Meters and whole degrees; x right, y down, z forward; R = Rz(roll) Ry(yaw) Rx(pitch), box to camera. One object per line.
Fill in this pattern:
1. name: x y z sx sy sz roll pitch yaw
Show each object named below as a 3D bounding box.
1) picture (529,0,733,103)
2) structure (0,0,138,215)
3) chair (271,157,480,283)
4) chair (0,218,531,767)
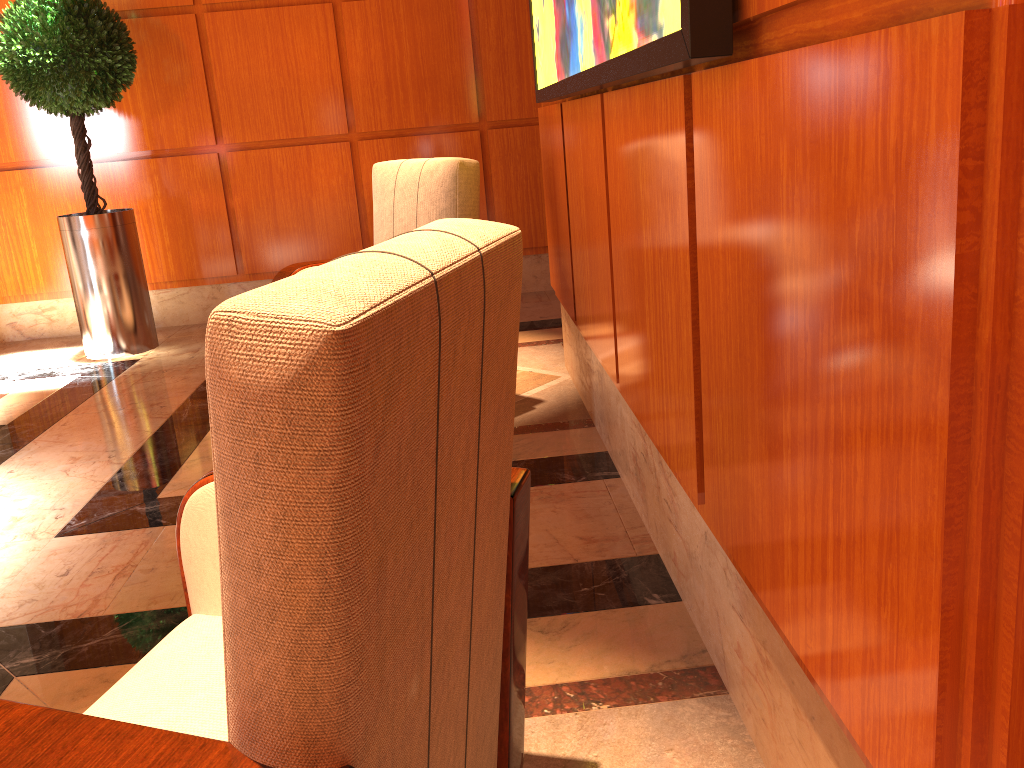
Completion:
1. picture: 0.111 -1.524 1.880 0.056 1.719 2.016 -6 16 -3
2. structure: -2.315 -1.265 4.807 0.724 1.696 0.726 -12 16 -24
3. chair: -0.491 -0.364 3.430 0.740 0.952 0.632 10 21 44
4. chair: -0.314 0.314 1.074 0.628 0.952 0.745 -1 16 16
